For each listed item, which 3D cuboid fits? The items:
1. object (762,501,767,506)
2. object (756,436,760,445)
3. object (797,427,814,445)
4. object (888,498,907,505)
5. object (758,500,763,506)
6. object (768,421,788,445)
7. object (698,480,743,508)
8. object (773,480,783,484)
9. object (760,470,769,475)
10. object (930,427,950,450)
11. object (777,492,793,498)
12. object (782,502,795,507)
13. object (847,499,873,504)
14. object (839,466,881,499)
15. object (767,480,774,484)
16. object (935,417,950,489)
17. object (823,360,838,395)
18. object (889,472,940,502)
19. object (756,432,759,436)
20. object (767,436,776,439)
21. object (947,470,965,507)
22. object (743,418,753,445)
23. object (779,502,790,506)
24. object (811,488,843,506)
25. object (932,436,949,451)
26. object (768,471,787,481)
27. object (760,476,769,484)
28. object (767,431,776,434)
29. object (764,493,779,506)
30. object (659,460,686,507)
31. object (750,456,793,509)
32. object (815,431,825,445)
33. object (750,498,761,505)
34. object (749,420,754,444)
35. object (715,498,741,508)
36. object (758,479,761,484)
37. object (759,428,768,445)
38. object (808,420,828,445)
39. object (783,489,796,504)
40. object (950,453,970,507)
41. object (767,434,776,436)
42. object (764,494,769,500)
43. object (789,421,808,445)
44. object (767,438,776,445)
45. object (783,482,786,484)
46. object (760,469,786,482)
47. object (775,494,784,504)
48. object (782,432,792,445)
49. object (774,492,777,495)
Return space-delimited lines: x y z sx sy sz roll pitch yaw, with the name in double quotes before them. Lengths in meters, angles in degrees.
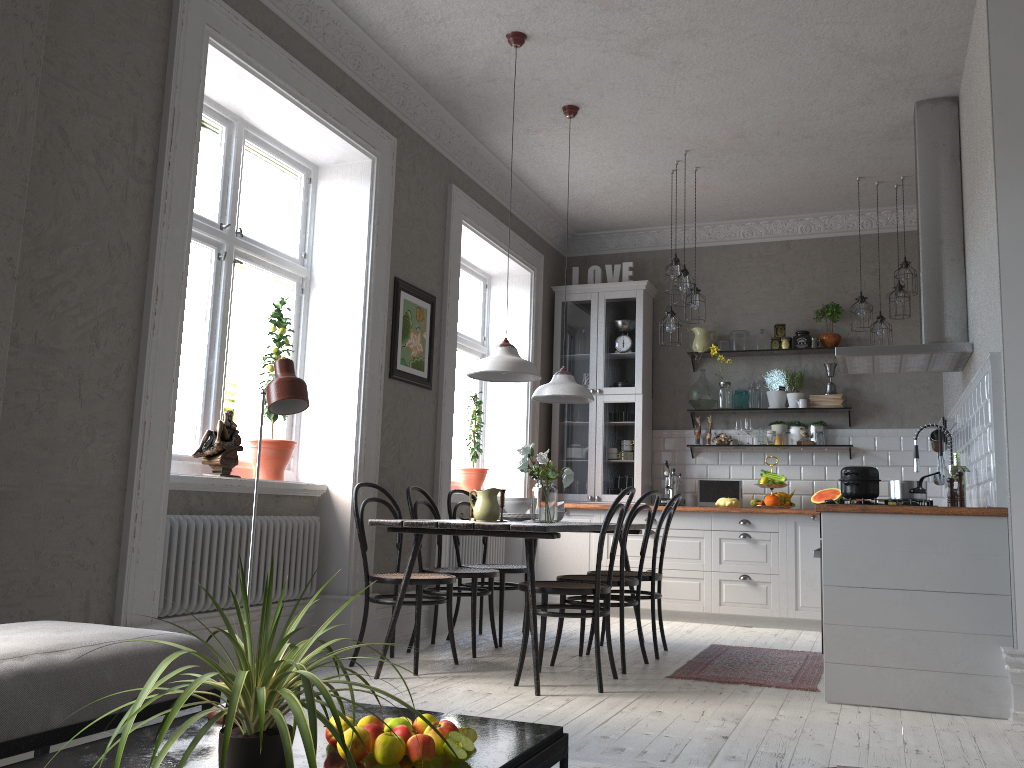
"object" 2.006 0.959 7.032 0.069 0.076 0.230 1 -8 5
"object" 2.060 0.473 7.332 0.076 0.083 0.079 -5 -11 39
"object" 2.371 0.425 7.144 0.119 0.147 0.100 3 -8 -11
"object" 2.870 0.901 6.611 0.206 0.119 0.130 4 -9 -16
"object" 1.986 0.948 7.024 0.090 0.057 0.084 8 -10 -36
"object" 2.190 0.404 7.302 0.156 0.217 0.156 2 -8 1
"object" 1.692 0.897 7.202 0.346 0.226 0.089 -1 -9 21
"object" 2.102 0.792 7.001 0.076 0.062 0.100 2 -8 -5
"object" 2.011 0.707 7.047 0.073 0.058 0.051 2 -8 -2
"object" 2.859 0.359 5.912 0.106 0.161 0.139 -5 -10 38
"object" 2.160 0.885 7.012 0.125 0.056 0.060 0 -8 13
"object" 2.162 0.955 7.046 0.055 0.044 0.213 6 -9 -29
"object" 2.605 0.885 6.577 0.223 0.127 0.149 1 -8 4
"object" 1.627 0.462 4.142 0.190 0.147 0.193 2 -8 1
"object" 2.037 0.787 6.989 0.062 0.061 0.067 -1 -9 21
"object" 2.691 0.438 5.559 0.080 0.443 0.334 -1 -9 23
"object" 2.587 -0.045 7.188 0.130 0.288 0.131 1 -8 7
"object" 1.963 0.497 4.260 0.178 0.134 0.297 7 -10 -33
"object" 2.062 0.440 7.337 0.076 0.083 0.079 -5 -11 39
"object" 2.106 0.452 7.188 0.076 0.051 0.078 0 -8 14
"object" 1.965 0.462 3.924 0.072 0.167 0.036 -1 -9 21
"object" 1.939 0.394 7.272 0.081 0.217 0.082 1 -8 8
"object" 2.131 0.946 6.925 0.069 0.051 0.088 5 -9 -20
"object" 2.387 0.875 6.716 0.231 0.174 0.222 -6 -11 43
"object" 2.916 0.377 6.027 0.107 0.161 0.139 -2 -9 24
"object" 2.122 0.745 7.069 0.177 0.096 0.090 -6 -11 41
"object" 1.994 0.764 6.992 0.058 0.069 0.080 -5 -11 41
"object" 2.108 0.410 7.194 0.077 0.051 0.077 1 -8 7
"object" 2.023 0.904 6.899 0.114 0.111 0.110 3 -8 -11
"object" 1.302 0.823 7.265 0.203 0.370 0.358 -1 -9 22
"object" 2.065 0.786 7.039 0.350 0.426 0.353 1 -8 7
"object" 2.464 0.436 7.087 0.077 0.108 0.078 0 -9 15
"object" 1.964 0.951 7.072 0.155 0.072 0.075 8 -10 -39
"object" 1.971 0.407 7.356 0.081 0.217 0.082 1 -8 8
"object" 1.702 0.936 6.970 0.194 0.083 0.192 -2 -9 22
"object" 2.008 0.790 7.065 0.095 0.078 0.101 1 -8 9
"object" 2.061 0.434 7.256 0.079 0.139 0.078 3 -8 -6
"object" 2.493 0.404 7.206 0.156 0.213 0.155 -1 -9 19
"object" 2.182 0.889 6.995 0.060 0.120 0.128 -6 -12 45
"object" 2.229 0.483 4.403 0.088 0.282 0.083 -1 -9 22
"object" 2.107 0.435 7.191 0.075 0.051 0.079 -5 -11 40
"object" 2.077 0.923 7.091 0.157 0.076 0.077 9 -11 -42
"object" 2.337 0.406 7.256 0.150 0.214 0.170 8 -10 -38
"object" 2.106 0.469 7.186 0.076 0.051 0.078 0 -8 14
"object" 2.151 0.793 7.015 0.051 0.050 0.050 -3 -10 31
"object" 2.070 0.726 7.017 0.207 0.101 0.068 -3 -9 27
"object" 2.090 0.903 6.957 0.089 0.078 0.087 9 -11 -41
"object" 2.234 0.446 7.201 0.077 0.108 0.078 0 -9 15
"object" 2.104 0.910 7.075 0.084 0.093 0.088 -1 -9 17
